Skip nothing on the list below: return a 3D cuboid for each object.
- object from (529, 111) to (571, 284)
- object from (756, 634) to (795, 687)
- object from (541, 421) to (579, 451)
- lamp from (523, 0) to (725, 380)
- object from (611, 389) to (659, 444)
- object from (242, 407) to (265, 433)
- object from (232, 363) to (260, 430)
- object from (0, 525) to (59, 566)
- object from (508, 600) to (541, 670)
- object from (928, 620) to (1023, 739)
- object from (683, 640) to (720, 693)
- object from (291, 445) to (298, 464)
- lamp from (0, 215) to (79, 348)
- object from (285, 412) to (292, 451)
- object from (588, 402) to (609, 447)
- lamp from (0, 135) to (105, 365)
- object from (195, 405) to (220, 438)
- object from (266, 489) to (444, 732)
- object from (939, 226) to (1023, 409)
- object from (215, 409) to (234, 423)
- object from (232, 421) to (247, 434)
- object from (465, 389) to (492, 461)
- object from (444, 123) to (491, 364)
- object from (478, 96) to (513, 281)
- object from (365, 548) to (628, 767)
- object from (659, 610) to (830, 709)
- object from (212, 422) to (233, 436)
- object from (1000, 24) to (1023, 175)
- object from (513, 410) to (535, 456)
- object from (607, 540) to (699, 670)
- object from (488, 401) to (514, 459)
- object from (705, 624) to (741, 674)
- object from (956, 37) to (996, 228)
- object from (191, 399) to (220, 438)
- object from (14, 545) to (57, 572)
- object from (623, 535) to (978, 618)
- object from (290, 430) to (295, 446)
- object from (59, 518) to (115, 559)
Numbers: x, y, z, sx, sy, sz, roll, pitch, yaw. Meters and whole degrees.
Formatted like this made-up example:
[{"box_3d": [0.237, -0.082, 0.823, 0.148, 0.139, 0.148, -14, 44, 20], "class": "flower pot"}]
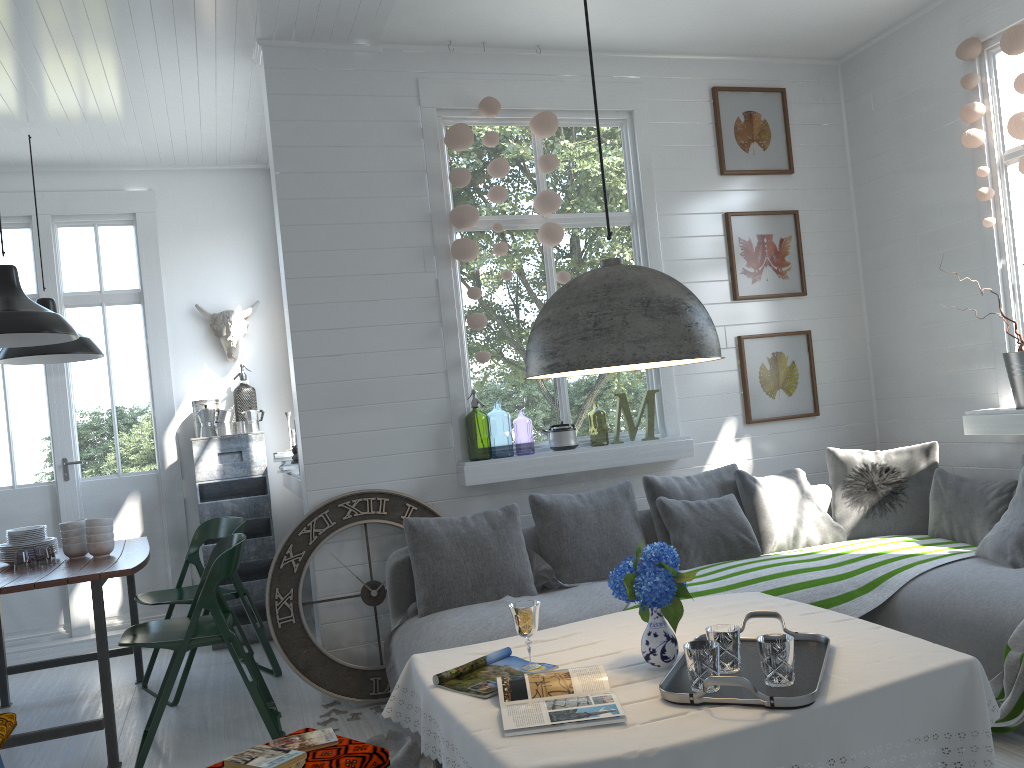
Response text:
[{"box_3d": [0.246, -0.932, 5.356, 0.200, 1.426, 0.197, -6, -1, -8], "class": "object"}, {"box_3d": [0.693, 0.722, 2.316, 0.095, 0.119, 0.095, -6, -1, 6], "class": "object"}, {"box_3d": [0.299, 0.310, 5.345, 0.186, 0.174, 0.208, -5, -1, -38], "class": "object"}, {"box_3d": [0.228, -1.061, 2.664, 0.601, 2.044, 0.600, -6, -1, 42], "class": "lamp"}, {"box_3d": [0.761, 0.204, 5.490, 0.330, 0.311, 0.052, -6, -1, -9], "class": "object"}, {"box_3d": [-1.961, 0.271, 6.715, 0.102, 0.196, 0.162, -6, -1, 30], "class": "object"}, {"box_3d": [-2.096, 0.113, 6.962, 0.172, 0.551, 0.172, -6, -1, 6], "class": "object"}, {"box_3d": [-2.708, 0.903, 4.958, 0.306, 0.195, 0.300, -6, -1, 18], "class": "object"}, {"box_3d": [0.047, 0.755, 2.661, 0.098, 0.191, 0.098, -6, -1, 2], "class": "object"}, {"box_3d": [2.169, 0.970, 3.623, 1.581, 0.833, 0.622, -6, -1, 6], "class": "object"}, {"box_3d": [0.503, 0.742, 2.326, 0.095, 0.119, 0.095, -6, -1, 6], "class": "object"}, {"box_3d": [-1.484, 0.485, 6.278, 0.171, 0.146, 0.204, -5, -1, -15], "class": "object"}, {"box_3d": [-2.749, -0.976, 4.747, 0.649, 1.499, 0.650, -6, -1, -22], "class": "lamp"}, {"box_3d": [-1.668, 0.355, 6.650, 0.095, 0.289, 0.095, -6, -1, 0], "class": "object"}, {"box_3d": [0.524, 0.245, 5.414, 0.111, 0.270, 0.111, -6, -1, -1], "class": "object"}, {"box_3d": [-3.121, -0.907, 5.866, 0.650, 1.499, 0.650, -6, -1, 26], "class": "lamp"}, {"box_3d": [-2.281, 0.280, 6.686, 0.205, 0.249, 0.130, -5, -1, -28], "class": "object"}, {"box_3d": [-0.726, 1.146, 4.816, 1.110, 1.138, 0.585, -5, -1, -33], "class": "object"}, {"box_3d": [2.544, -0.319, 4.627, 0.635, 0.936, 0.847, -6, -1, 28], "class": "object"}, {"box_3d": [-2.155, 0.247, 6.667, 0.129, 0.126, 0.108, -5, -1, -27], "class": "object"}, {"box_3d": [-2.069, 0.332, 6.772, 0.129, 0.096, 0.108, -7, -1, 31], "class": "object"}, {"box_3d": [-0.201, 0.235, 5.151, 0.136, 0.415, 0.136, -6, -1, -22], "class": "object"}, {"box_3d": [-0.256, -0.814, 5.180, 0.197, 1.404, 0.193, -6, -1, 32], "class": "object"}, {"box_3d": [-0.077, -1.152, 5.254, 0.150, 1.088, 0.152, -6, -1, 17], "class": "object"}, {"box_3d": [-0.061, 1.245, 4.241, 1.213, 0.924, 1.683, -6, -1, 22], "class": "object"}, {"box_3d": [0.655, 0.754, 2.458, 0.399, 0.092, 0.651, -6, -2, 24], "class": "object"}, {"box_3d": [-2.166, 0.339, 6.663, 0.129, 0.096, 0.108, -6, -1, 11], "class": "object"}, {"box_3d": [2.762, -1.205, 4.717, 0.197, 1.426, 0.200, -6, -1, 22], "class": "object"}, {"box_3d": [0.068, 0.287, 5.250, 0.111, 0.270, 0.111, -6, -1, -1], "class": "object"}, {"box_3d": [0.418, 0.640, 2.610, 0.236, 0.377, 0.266, -6, -1, -17], "class": "object"}, {"box_3d": [-0.071, 0.267, 5.211, 0.137, 0.335, 0.137, -6, -1, -12], "class": "object"}, {"box_3d": [0.590, 0.737, 2.463, 0.095, 0.119, 0.096, -5, -1, -34], "class": "object"}, {"box_3d": [2.665, -1.435, 5.090, 0.150, 1.088, 0.153, -5, -1, -43], "class": "object"}, {"box_3d": [-2.355, 0.267, 6.851, 0.205, 0.290, 0.205, -6, -1, -17], "class": "object"}, {"box_3d": [-2.544, 0.927, 4.733, 0.172, 0.098, 0.241, -5, -1, -15], "class": "object"}, {"box_3d": [1.007, 1.209, 4.490, 3.162, 0.473, 1.044, -5, -1, -18], "class": "object"}, {"box_3d": [-1.667, 0.495, 6.805, 0.095, 0.289, 0.095, -6, -1, 0], "class": "object"}, {"box_3d": [-2.358, 0.856, 4.928, 0.309, 0.216, 0.149, -6, -1, 14], "class": "object"}]
